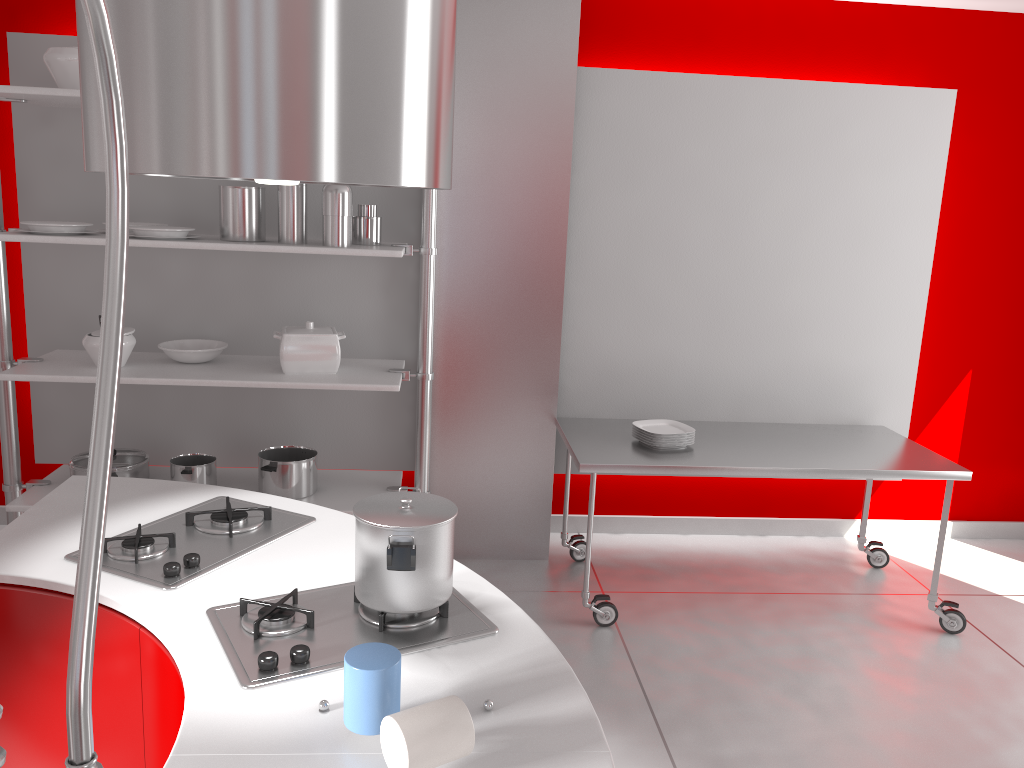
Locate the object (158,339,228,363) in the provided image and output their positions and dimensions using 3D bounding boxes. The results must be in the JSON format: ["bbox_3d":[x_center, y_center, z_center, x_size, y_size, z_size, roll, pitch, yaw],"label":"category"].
[{"bbox_3d":[-1.310,-0.127,3.647,0.272,0.072,0.272,-7,15,-40],"label":"object"}]

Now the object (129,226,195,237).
[{"bbox_3d":[-1.321,-0.568,3.340,0.244,0.042,0.244,-2,13,-20],"label":"object"}]

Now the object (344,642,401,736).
[{"bbox_3d":[-0.206,0.430,1.274,0.080,0.100,0.109,-5,14,-31],"label":"object"}]

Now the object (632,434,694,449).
[{"bbox_3d":[0.620,0.234,3.656,0.228,0.020,0.228,-2,13,-23],"label":"object"}]

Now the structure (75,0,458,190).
[{"bbox_3d":[-0.413,-0.838,1.547,0.644,0.958,0.644,-7,15,-38],"label":"structure"}]

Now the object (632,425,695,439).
[{"bbox_3d":[0.622,0.195,3.648,0.228,0.020,0.228,-2,13,-23],"label":"object"}]

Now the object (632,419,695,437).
[{"bbox_3d":[0.623,0.185,3.646,0.228,0.020,0.228,-2,13,-23],"label":"object"}]

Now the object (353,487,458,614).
[{"bbox_3d":[-0.196,0.297,1.620,0.189,0.185,0.218,-8,16,-42],"label":"object"}]

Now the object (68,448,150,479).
[{"bbox_3d":[-1.675,0.348,3.641,0.308,0.130,0.407,3,12,2],"label":"object"}]

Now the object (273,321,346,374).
[{"bbox_3d":[-0.819,-0.154,3.588,0.282,0.197,0.235,0,12,-15],"label":"object"}]

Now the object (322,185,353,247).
[{"bbox_3d":[-0.660,-0.659,3.350,0.115,0.274,0.115,0,12,-12],"label":"object"}]

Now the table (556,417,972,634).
[{"bbox_3d":[1.012,0.581,3.805,1.627,0.682,0.749,2,12,-4],"label":"table"}]

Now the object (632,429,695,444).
[{"bbox_3d":[0.621,0.214,3.652,0.228,0.020,0.228,-2,13,-23],"label":"object"}]

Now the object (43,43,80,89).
[{"bbox_3d":[-1.604,-1.167,3.282,0.231,0.191,0.231,11,14,35],"label":"object"}]

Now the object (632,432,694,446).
[{"bbox_3d":[0.621,0.224,3.654,0.228,0.020,0.228,-2,13,-23],"label":"object"}]

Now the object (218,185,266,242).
[{"bbox_3d":[-1.043,-0.656,3.414,0.184,0.205,0.172,3,12,0],"label":"object"}]

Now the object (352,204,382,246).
[{"bbox_3d":[-0.585,-0.638,3.553,0.127,0.157,0.127,4,12,5],"label":"object"}]

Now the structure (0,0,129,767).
[{"bbox_3d":[-0.275,0.205,0.422,0.178,0.920,0.308,12,15,37],"label":"structure"}]

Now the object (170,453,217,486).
[{"bbox_3d":[-1.308,0.369,3.644,0.196,0.122,0.182,13,16,42],"label":"object"}]

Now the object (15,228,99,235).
[{"bbox_3d":[-1.703,-0.569,3.323,0.280,0.015,0.280,10,14,31],"label":"object"}]

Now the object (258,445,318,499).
[{"bbox_3d":[-0.924,0.364,3.661,0.240,0.161,0.259,-2,13,-22],"label":"object"}]

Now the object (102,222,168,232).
[{"bbox_3d":[-1.510,-0.622,3.555,0.244,0.042,0.244,0,12,-13],"label":"object"}]

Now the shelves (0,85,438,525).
[{"bbox_3d":[-1.168,-0.440,3.507,1.735,2.599,0.535,2,12,-5],"label":"shelves"}]

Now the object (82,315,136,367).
[{"bbox_3d":[-1.573,-0.174,3.465,0.192,0.214,0.192,-1,12,-18],"label":"object"}]

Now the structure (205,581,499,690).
[{"bbox_3d":[-0.289,0.411,1.596,0.457,0.037,0.303,-4,14,-29],"label":"structure"}]

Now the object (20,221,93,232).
[{"bbox_3d":[-1.702,-0.582,3.321,0.244,0.042,0.244,-2,13,-20],"label":"object"}]

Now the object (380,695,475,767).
[{"bbox_3d":[-0.120,0.462,1.182,0.100,0.080,0.109,-5,14,-34],"label":"object"}]

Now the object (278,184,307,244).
[{"bbox_3d":[-0.836,-0.701,3.377,0.109,0.329,0.110,1,12,-7],"label":"object"}]

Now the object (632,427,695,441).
[{"bbox_3d":[0.622,0.205,3.650,0.228,0.020,0.228,-2,13,-23],"label":"object"}]

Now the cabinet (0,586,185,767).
[{"bbox_3d":[-1.226,0.943,0.927,1.025,0.761,1.875,12,15,39],"label":"cabinet"}]

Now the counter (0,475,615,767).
[{"bbox_3d":[-0.956,0.990,0.917,1.868,0.880,2.865,9,13,28],"label":"counter"}]

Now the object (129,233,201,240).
[{"bbox_3d":[-1.322,-0.555,3.343,0.280,0.015,0.280,8,13,24],"label":"object"}]

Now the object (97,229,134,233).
[{"bbox_3d":[-1.510,-0.609,3.558,0.280,0.015,0.280,10,14,31],"label":"object"}]

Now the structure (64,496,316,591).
[{"bbox_3d":[-0.686,0.320,1.942,0.303,0.037,0.457,8,13,24],"label":"structure"}]
